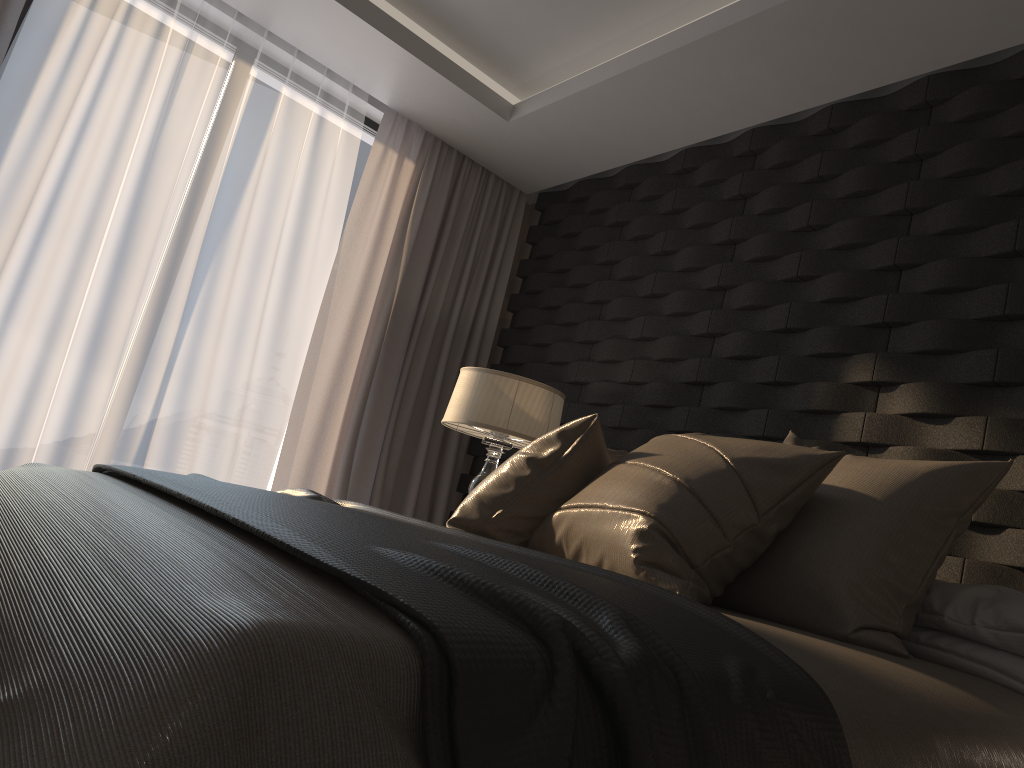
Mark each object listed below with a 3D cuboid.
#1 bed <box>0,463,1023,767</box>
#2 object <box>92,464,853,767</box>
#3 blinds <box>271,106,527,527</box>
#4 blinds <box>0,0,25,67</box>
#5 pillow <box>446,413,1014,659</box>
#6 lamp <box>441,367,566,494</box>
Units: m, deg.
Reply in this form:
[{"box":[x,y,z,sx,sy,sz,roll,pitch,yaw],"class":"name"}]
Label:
[{"box":[-0.031,0.675,1.813,2.401,0.628,2.171,20,-11,-33],"class":"bed"},{"box":[-0.355,0.368,1.582,0.648,0.324,1.943,21,-11,-33],"class":"object"},{"box":[-0.492,-0.080,4.337,0.322,2.659,1.049,3,-16,46],"class":"blinds"},{"box":[-2.244,-0.804,2.584,1.102,2.660,0.338,25,-14,-41],"class":"blinds"},{"box":[0.412,0.262,2.181,0.941,0.522,1.192,20,-11,-31],"class":"pillow"},{"box":[-0.076,0.299,3.463,0.468,0.635,0.460,15,-10,-1],"class":"lamp"}]
